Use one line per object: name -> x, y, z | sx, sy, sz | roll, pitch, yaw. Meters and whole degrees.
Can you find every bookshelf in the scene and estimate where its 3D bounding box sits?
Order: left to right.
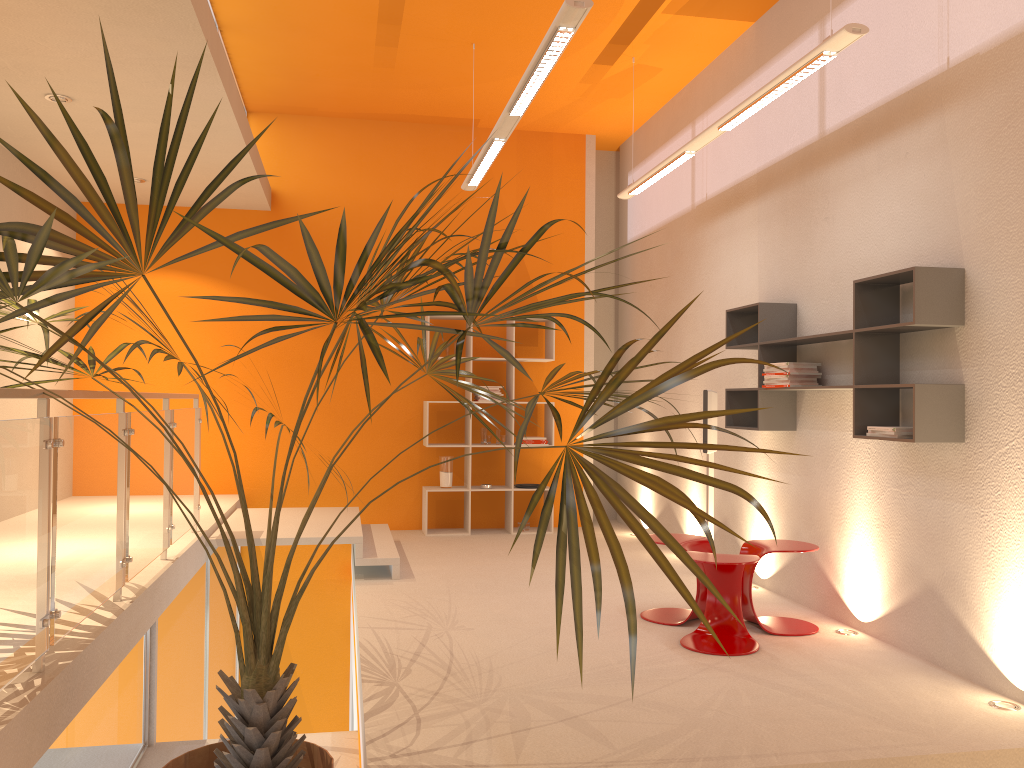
bookshelf -> 0.753, 1.674, 7.509 | 3.516, 4.600, 1.107 | 0, -1, 37
bookshelf -> 1.834, 0.552, 4.281 | 0.322, 2.145, 3.370 | 1, -1, -9

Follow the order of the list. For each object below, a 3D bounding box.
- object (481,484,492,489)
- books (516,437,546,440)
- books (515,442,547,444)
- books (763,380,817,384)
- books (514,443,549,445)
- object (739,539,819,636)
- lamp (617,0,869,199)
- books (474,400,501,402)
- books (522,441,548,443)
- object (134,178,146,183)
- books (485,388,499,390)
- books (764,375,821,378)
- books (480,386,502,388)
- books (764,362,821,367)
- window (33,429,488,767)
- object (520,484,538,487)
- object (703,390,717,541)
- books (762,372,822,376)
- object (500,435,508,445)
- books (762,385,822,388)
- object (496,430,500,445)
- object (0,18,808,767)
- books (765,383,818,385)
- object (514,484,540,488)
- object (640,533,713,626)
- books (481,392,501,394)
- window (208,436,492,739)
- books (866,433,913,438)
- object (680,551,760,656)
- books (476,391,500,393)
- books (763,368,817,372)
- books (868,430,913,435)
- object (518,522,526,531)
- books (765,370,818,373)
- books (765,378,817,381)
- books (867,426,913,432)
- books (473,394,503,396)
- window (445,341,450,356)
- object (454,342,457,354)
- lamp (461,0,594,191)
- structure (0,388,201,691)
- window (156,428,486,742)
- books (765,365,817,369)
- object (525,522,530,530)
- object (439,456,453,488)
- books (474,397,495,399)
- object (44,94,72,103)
object -> -0.237, 0.944, 8.175 | 0.105, 0.035, 0.106 | 0, -1, 33
books -> 0.177, 0.505, 8.263 | 0.227, 0.017, 0.230 | 1, -1, -16
books -> 0.176, 0.549, 8.271 | 0.268, 0.011, 0.190 | 1, -1, -9
books -> 1.645, -0.011, 5.252 | 0.190, 0.015, 0.254 | 1, -1, -20
books -> 0.172, 0.561, 8.271 | 0.296, 0.013, 0.210 | 1, -1, -11
object -> 1.462, 1.107, 4.865 | 0.420, 0.450, 0.391 | 1, -1, -11
lamp -> 1.184, -1.987, 5.380 | 0.120, 1.052, 3.195 | 1, -1, -11
books -> -0.230, 0.157, 8.246 | 0.210, 0.013, 0.296 | 1, -1, -11
books -> 0.186, 0.536, 8.274 | 0.254, 0.015, 0.190 | 1, -1, -15
object -> -2.985, -1.636, 7.038 | 0.143, 0.059, 0.143 | 1, -1, -39
books -> -0.233, 0.046, 8.254 | 0.190, 0.015, 0.254 | 1, -1, -9
books -> 1.658, -0.042, 5.245 | 0.230, 0.017, 0.227 | 1, -1, -21
books -> -0.220, 0.030, 8.253 | 0.230, 0.017, 0.227 | 1, -1, -16
books -> 1.659, -0.113, 5.246 | 0.230, 0.017, 0.227 | 1, -1, -21
window -> -1.186, 1.043, 4.986 | 0.908, 1.393, 6.719 | 0, -1, 9
object -> 0.160, 0.955, 8.310 | 0.178, 0.020, 0.178 | 0, -1, 6
object -> 1.384, 0.698, 6.259 | 0.116, 1.317, 0.111 | 1, -1, -14
books -> 1.650, -0.057, 5.240 | 0.210, 0.013, 0.297 | 1, -1, -16
object -> 1.397, 2.178, 4.709 | 0.190, 3.502, 7.694 | 1, -1, -22
books -> 1.650, 0.014, 5.239 | 0.210, 0.013, 0.297 | 1, -1, -16
object -> -0.997, 2.652, 4.570 | 0.870, 4.604, 7.392 | 0, -1, 20
object -> -0.833, 0.430, 3.232 | 3.098, 2.600, 3.241 | 1, -1, -3
books -> 1.649, 0.002, 5.243 | 0.190, 0.011, 0.268 | 1, -1, -14
object -> 0.164, 0.958, 8.308 | 0.294, 0.020, 0.294 | 0, -1, 29
object -> 0.943, 1.105, 5.045 | 0.391, 0.450, 0.420 | 1, -1, -41
books -> -0.229, 0.086, 8.248 | 0.210, 0.013, 0.296 | 1, -1, -11
window -> -1.194, 2.719, 7.306 | 2.294, 4.526, 1.860 | 1, -1, -11
books -> 1.853, 0.246, 4.238 | 0.190, 0.015, 0.254 | 1, -1, -10
object -> 1.056, 1.097, 4.507 | 0.391, 0.450, 0.420 | 0, -1, 19
books -> -0.229, 0.074, 8.252 | 0.190, 0.011, 0.268 | 1, -1, -9
books -> 1.646, -0.082, 5.254 | 0.190, 0.015, 0.254 | 1, -1, -20
books -> 1.851, 0.231, 4.231 | 0.190, 0.015, 0.254 | 1, -1, -4
object -> 1.719, 2.559, 3.273 | 0.129, 2.692, 10.507 | 1, -1, -18
books -> 1.650, -0.069, 5.244 | 0.190, 0.011, 0.268 | 1, -1, -14
books -> 1.645, -0.026, 5.244 | 0.190, 0.015, 0.254 | 1, -1, -14
books -> 1.864, 0.215, 4.229 | 0.230, 0.017, 0.227 | 1, -1, -11
books -> -0.221, 0.101, 8.252 | 0.230, 0.017, 0.227 | 1, -1, -16
window -> -0.949, 2.220, 3.753 | 0.481, 5.399, 8.922 | 1, -1, 1
object -> -0.923, 2.246, 4.754 | 0.351, 5.384, 6.779 | 0, -1, 9
lamp -> -0.023, -2.003, 5.150 | 0.120, 1.052, 3.195 | 1, -1, -11
structure -> -1.095, 0.425, 0.364 | 0.195, 0.900, 11.050 | 1, -1, -11
window -> -1.485, 2.664, 6.455 | 0.993, 4.599, 4.234 | 0, -1, 21
books -> 1.646, -0.097, 5.246 | 0.190, 0.015, 0.254 | 1, -1, -14
object -> 1.984, 2.542, 1.987 | 0.102, 2.685, 13.193 | 1, -1, -16
object -> -0.607, 0.813, 8.175 | 0.129, 0.291, 0.129 | 0, -1, 17
books -> -0.233, 0.132, 8.260 | 0.190, 0.015, 0.254 | 1, -1, -15
object -> -2.620, -1.668, 5.123 | 0.143, 0.059, 0.143 | 1, -1, -39
